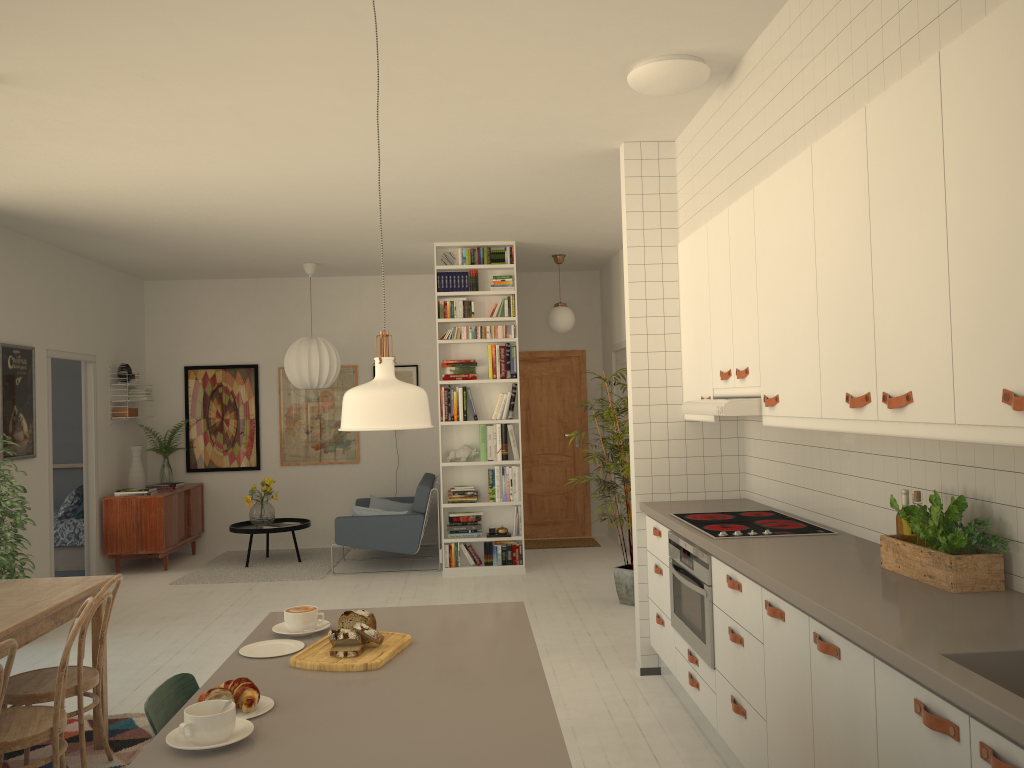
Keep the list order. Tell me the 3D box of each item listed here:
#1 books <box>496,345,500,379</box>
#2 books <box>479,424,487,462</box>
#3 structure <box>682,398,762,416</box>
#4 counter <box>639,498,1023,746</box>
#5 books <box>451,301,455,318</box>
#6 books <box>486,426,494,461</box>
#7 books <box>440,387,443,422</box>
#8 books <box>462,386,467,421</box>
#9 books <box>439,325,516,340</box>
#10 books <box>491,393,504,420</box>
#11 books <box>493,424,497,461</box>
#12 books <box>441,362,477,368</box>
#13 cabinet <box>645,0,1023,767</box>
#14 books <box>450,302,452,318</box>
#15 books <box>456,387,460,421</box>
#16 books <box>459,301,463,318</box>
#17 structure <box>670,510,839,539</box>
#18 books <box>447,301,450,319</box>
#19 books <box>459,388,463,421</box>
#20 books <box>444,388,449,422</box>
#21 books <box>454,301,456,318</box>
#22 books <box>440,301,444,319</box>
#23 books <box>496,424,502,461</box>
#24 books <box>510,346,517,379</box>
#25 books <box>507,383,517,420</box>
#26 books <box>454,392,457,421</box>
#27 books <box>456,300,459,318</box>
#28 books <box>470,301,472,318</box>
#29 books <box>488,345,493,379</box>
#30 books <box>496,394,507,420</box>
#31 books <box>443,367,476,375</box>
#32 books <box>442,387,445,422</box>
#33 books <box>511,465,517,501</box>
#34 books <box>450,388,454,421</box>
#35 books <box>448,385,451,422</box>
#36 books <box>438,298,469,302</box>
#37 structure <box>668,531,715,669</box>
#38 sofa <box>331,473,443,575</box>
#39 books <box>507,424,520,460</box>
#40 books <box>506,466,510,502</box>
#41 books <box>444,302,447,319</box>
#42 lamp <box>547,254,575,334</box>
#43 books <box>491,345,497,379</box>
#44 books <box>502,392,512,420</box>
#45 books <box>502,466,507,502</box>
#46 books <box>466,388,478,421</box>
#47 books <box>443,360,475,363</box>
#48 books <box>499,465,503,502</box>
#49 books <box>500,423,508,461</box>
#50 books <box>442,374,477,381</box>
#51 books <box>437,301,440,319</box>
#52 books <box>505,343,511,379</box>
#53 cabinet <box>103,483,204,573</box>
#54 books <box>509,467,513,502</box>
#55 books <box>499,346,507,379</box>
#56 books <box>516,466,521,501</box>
[{"bbox_3d":[-0.127,-0.189,7.860,0.029,0.301,0.185,-2,-1,-3],"label":"books"},{"bbox_3d":[-0.256,0.516,7.826,0.056,0.328,0.228,-2,-1,-3],"label":"books"},{"bbox_3d":[1.060,0.094,3.895,0.482,0.073,0.681,-2,-1,-3],"label":"structure"},{"bbox_3d":[-0.016,0.696,2.340,2.856,0.163,4.843,-2,-1,-3],"label":"counter"},{"bbox_3d":[-0.522,-0.647,7.852,0.024,0.155,0.188,-2,-1,-3],"label":"books"},{"bbox_3d":[-0.195,0.524,7.833,0.065,0.311,0.199,-2,-1,-3],"label":"books"},{"bbox_3d":[-0.620,0.181,7.830,0.021,0.301,0.222,-2,-1,-3],"label":"books"},{"bbox_3d":[-0.416,0.173,7.814,0.033,0.306,0.150,-2,-1,-3],"label":"books"},{"bbox_3d":[-0.310,-0.445,7.858,0.664,0.110,0.278,-2,-1,-3],"label":"books"},{"bbox_3d":[-0.126,0.200,7.820,0.115,0.232,0.133,-2,-1,-3],"label":"books"},{"bbox_3d":[-0.152,0.515,7.854,0.023,0.321,0.235,-2,-1,-3],"label":"books"},{"bbox_3d":[-0.466,-0.166,7.853,0.314,0.035,0.205,-2,-1,-3],"label":"books"},{"bbox_3d":[-0.026,0.298,2.350,2.853,2.160,4.843,-2,-1,-3],"label":"cabinet"},{"bbox_3d":[-0.541,-0.643,7.850,0.013,0.149,0.208,-2,-1,-3],"label":"books"},{"bbox_3d":[-0.477,0.178,7.833,0.020,0.304,0.193,-2,-1,-3],"label":"books"},{"bbox_3d":[-0.451,-0.647,7.849,0.035,0.158,0.199,-2,-1,-3],"label":"books"},{"bbox_3d":[1.029,0.620,3.890,0.504,0.057,0.763,-2,-1,-3],"label":"structure"},{"bbox_3d":[-0.559,-0.644,7.834,0.023,0.152,0.199,-2,-1,-3],"label":"books"},{"bbox_3d":[-0.449,0.181,7.820,0.032,0.291,0.189,-2,-1,-3],"label":"books"},{"bbox_3d":[-0.577,0.185,7.819,0.032,0.291,0.203,-2,-1,-3],"label":"books"},{"bbox_3d":[-0.503,-0.646,7.837,0.012,0.155,0.208,-2,-1,-3],"label":"books"},{"bbox_3d":[-0.618,-0.645,7.833,0.034,0.162,0.197,-2,-1,-3],"label":"books"},{"bbox_3d":[-0.119,0.513,7.842,0.037,0.324,0.240,-2,-1,-3],"label":"books"},{"bbox_3d":[0.011,-0.187,7.859,0.054,0.289,0.179,-2,-1,-3],"label":"books"},{"bbox_3d":[0.002,0.154,7.850,0.092,0.319,0.179,-2,-1,-3],"label":"books"},{"bbox_3d":[-0.497,0.199,7.814,0.024,0.260,0.199,-2,-1,-3],"label":"books"},{"bbox_3d":[-0.483,-0.648,7.855,0.028,0.159,0.222,-2,-1,-3],"label":"books"},{"bbox_3d":[-0.365,-0.652,7.849,0.016,0.158,0.146,-2,-1,-3],"label":"books"},{"bbox_3d":[-0.196,-0.190,7.868,0.032,0.300,0.200,-2,-1,-3],"label":"books"},{"bbox_3d":[-0.091,0.201,7.829,0.105,0.225,0.138,-2,-1,-3],"label":"books"},{"bbox_3d":[-0.466,-0.115,7.839,0.268,0.064,0.128,-1,-1,-33],"label":"books"},{"bbox_3d":[-0.601,0.181,7.825,0.015,0.301,0.207,-2,-1,-3],"label":"books"},{"bbox_3d":[0.017,0.873,7.815,0.037,0.308,0.161,-2,-1,-3],"label":"books"},{"bbox_3d":[-0.525,0.184,7.820,0.030,0.289,0.200,-2,-1,-3],"label":"books"},{"bbox_3d":[-0.551,0.171,7.820,0.021,0.317,0.179,-2,-1,-3],"label":"books"},{"bbox_3d":[-0.514,-0.738,7.853,0.255,0.022,0.189,-2,-1,7],"label":"books"},{"bbox_3d":[1.088,0.903,3.878,0.704,0.447,0.682,-2,-1,-3],"label":"structure"},{"bbox_3d":[-1.166,1.313,8.611,0.964,0.773,1.602,-2,-1,-3],"label":"sofa"},{"bbox_3d":[0.007,0.513,7.850,0.099,0.316,0.228,-2,-1,-3],"label":"books"},{"bbox_3d":[-0.039,0.875,7.836,0.025,0.305,0.213,-2,-1,-3],"label":"books"},{"bbox_3d":[-0.586,-0.641,7.838,0.030,0.149,0.202,-2,-1,-3],"label":"books"},{"bbox_3d":[0.466,-0.868,8.594,0.275,0.767,0.275,-1,-1,-9],"label":"lamp"},{"bbox_3d":[-0.160,-0.188,7.864,0.039,0.302,0.199,-2,-1,-3],"label":"books"},{"bbox_3d":[-0.049,0.193,7.854,0.092,0.244,0.196,-2,-1,-3],"label":"books"},{"bbox_3d":[-0.067,0.880,7.803,0.035,0.304,0.150,-2,-1,-3],"label":"books"},{"bbox_3d":[-0.352,0.180,7.829,0.093,0.288,0.200,-2,-1,-3],"label":"books"},{"bbox_3d":[-0.474,-0.195,7.845,0.266,0.026,0.203,-1,-1,-14],"label":"books"},{"bbox_3d":[-0.101,0.874,7.842,0.027,0.311,0.228,-2,-1,-3],"label":"books"},{"bbox_3d":[-0.071,0.509,7.840,0.056,0.327,0.202,-2,-1,-3],"label":"books"},{"bbox_3d":[-0.461,-0.057,7.828,0.301,0.056,0.202,-2,-1,-3],"label":"books"},{"bbox_3d":[-0.646,-0.642,7.856,0.019,0.156,0.205,-2,-1,-3],"label":"books"},{"bbox_3d":[-0.037,-0.200,7.859,0.039,0.317,0.161,-2,-1,-3],"label":"books"},{"bbox_3d":[-3.509,1.408,8.774,0.546,0.727,1.262,-2,-1,-3],"label":"cabinet"},{"bbox_3d":[-0.014,0.881,7.823,0.022,0.291,0.208,-2,-1,-3],"label":"books"},{"bbox_3d":[-0.083,-0.186,7.856,0.059,0.291,0.182,-2,-1,-3],"label":"books"},{"bbox_3d":[0.051,0.874,7.847,0.039,0.303,0.229,-2,-1,-3],"label":"books"}]
